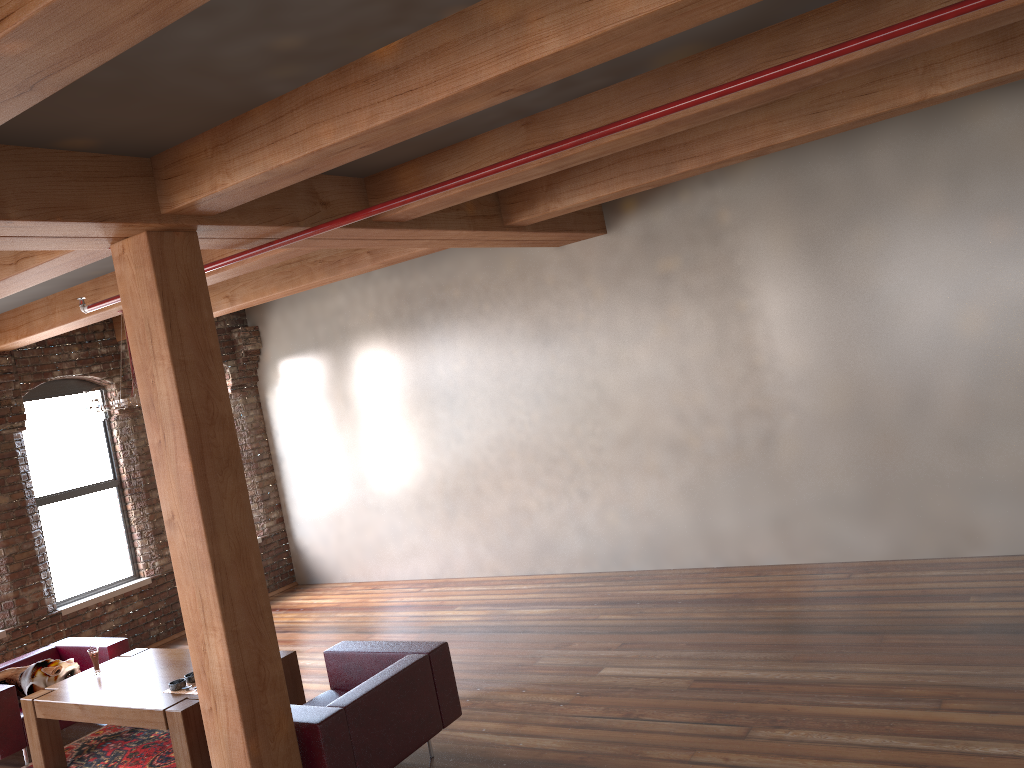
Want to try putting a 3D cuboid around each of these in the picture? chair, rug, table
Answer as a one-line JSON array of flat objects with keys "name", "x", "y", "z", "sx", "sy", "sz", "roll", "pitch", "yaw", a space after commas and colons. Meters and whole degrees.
[{"name": "chair", "x": -3.598, "y": 2.421, "z": 6.745, "sx": 0.862, "sy": 0.593, "sz": 1.075, "roll": -11, "pitch": 1, "yaw": 33}, {"name": "rug", "x": -2.228, "y": 2.473, "z": 5.892, "sx": 2.452, "sy": 0.009, "sz": 1.349, "roll": -10, "pitch": 2, "yaw": 33}, {"name": "chair", "x": -0.956, "y": 1.941, "z": 4.999, "sx": 0.862, "sy": 0.593, "sz": 1.075, "roll": -11, "pitch": 1, "yaw": 33}, {"name": "table", "x": -2.324, "y": 2.214, "z": 5.914, "sx": 1.743, "sy": 0.550, "sz": 0.904, "roll": -10, "pitch": 1, "yaw": 33}]

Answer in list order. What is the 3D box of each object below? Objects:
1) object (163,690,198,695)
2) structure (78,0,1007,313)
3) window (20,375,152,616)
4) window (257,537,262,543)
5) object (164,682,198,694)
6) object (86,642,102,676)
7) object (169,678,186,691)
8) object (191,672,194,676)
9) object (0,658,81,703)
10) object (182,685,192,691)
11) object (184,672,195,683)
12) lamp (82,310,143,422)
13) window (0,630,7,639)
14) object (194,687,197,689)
[{"name": "object", "x": -1.902, "y": 1.856, "z": 5.603, "sx": 0.330, "sy": 0.003, "sz": 0.473, "roll": -10, "pitch": 2, "yaw": 33}, {"name": "structure", "x": -0.086, "y": -1.031, "z": 4.118, "sx": 6.780, "sy": 0.112, "sz": 0.051, "roll": -10, "pitch": 0, "yaw": 33}, {"name": "window", "x": -4.245, "y": 1.026, "z": 8.720, "sx": 0.234, "sy": 2.216, "sz": 0.972, "roll": -12, "pitch": -1, "yaw": 33}, {"name": "window", "x": -3.470, "y": 0.830, "z": 9.957, "sx": 0.234, "sy": 2.216, "sz": 0.972, "roll": -12, "pitch": -1, "yaw": 33}, {"name": "object", "x": -1.903, "y": 1.856, "z": 5.603, "sx": 0.351, "sy": 0.001, "sz": 0.471, "roll": -10, "pitch": 2, "yaw": 33}, {"name": "object", "x": -2.940, "y": 1.930, "z": 6.244, "sx": 0.076, "sy": 0.232, "sz": 0.094, "roll": -11, "pitch": -1, "yaw": -24}, {"name": "object", "x": -2.078, "y": 1.872, "z": 5.507, "sx": 0.099, "sy": 0.043, "sz": 0.098, "roll": -12, "pitch": 2, "yaw": -31}, {"name": "object", "x": -2.025, "y": 1.829, "z": 5.638, "sx": 0.045, "sy": 0.080, "sz": 0.137, "roll": -11, "pitch": 1, "yaw": -2}, {"name": "object", "x": -3.565, "y": 2.238, "z": 6.628, "sx": 0.754, "sy": 0.297, "sz": 0.365, "roll": -11, "pitch": 1, "yaw": 4}, {"name": "object", "x": -1.992, "y": 1.868, "z": 5.434, "sx": 0.059, "sy": 0.021, "sz": 0.018, "roll": -12, "pitch": 0, "yaw": -16}, {"name": "object", "x": -2.019, "y": 1.856, "z": 5.607, "sx": 0.099, "sy": 0.043, "sz": 0.098, "roll": -12, "pitch": 1, "yaw": -19}, {"name": "lamp", "x": -2.976, "y": -0.180, "z": 6.952, "sx": 0.811, "sy": 0.815, "sz": 0.807, "roll": -12, "pitch": 0, "yaw": -16}, {"name": "window", "x": -5.021, "y": 1.221, "z": 7.483, "sx": 0.234, "sy": 2.216, "sz": 0.972, "roll": -12, "pitch": -1, "yaw": 33}, {"name": "object", "x": -1.929, "y": 1.848, "z": 5.500, "sx": 0.045, "sy": 0.030, "sz": 0.154, "roll": -11, "pitch": 2, "yaw": 17}]
